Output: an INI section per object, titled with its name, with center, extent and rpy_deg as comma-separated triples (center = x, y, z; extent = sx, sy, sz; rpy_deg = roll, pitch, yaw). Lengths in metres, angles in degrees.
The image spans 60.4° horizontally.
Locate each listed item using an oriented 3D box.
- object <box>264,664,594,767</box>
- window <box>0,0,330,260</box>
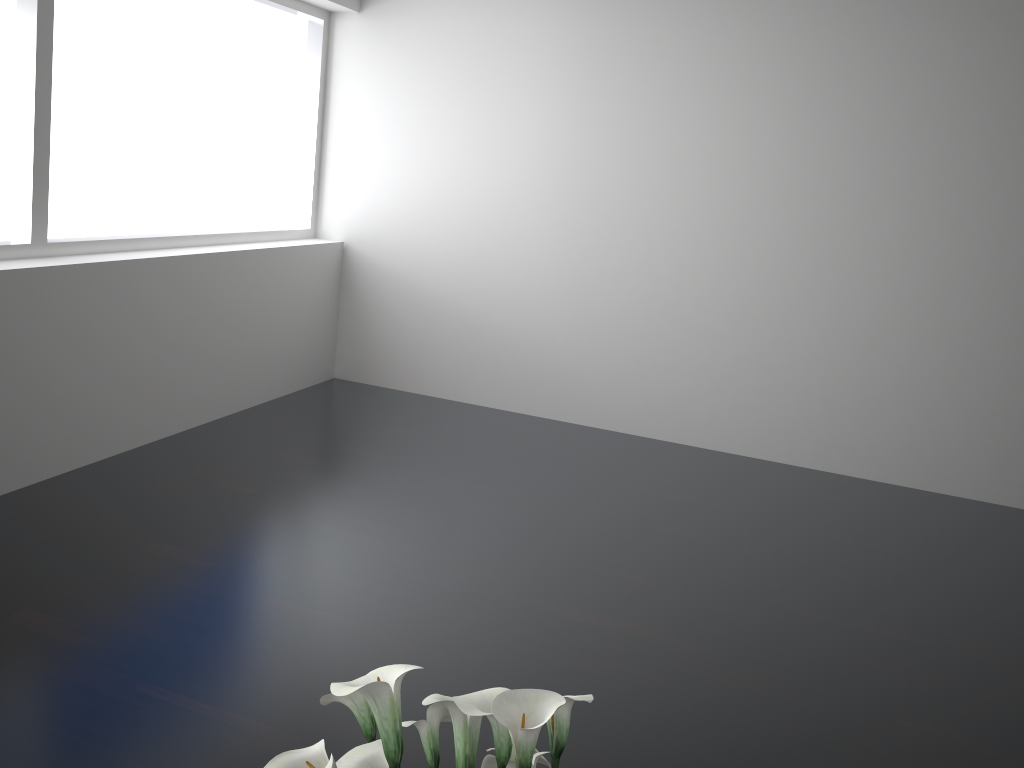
[object]
center = -0.111, 0.730, 1.133
extent = 0.378, 0.784, 0.454
rpy_deg = 6, 9, 2
[window]
center = -2.608, -0.829, 1.741
extent = 0.111, 1.404, 8.172
rpy_deg = 8, 13, 19
